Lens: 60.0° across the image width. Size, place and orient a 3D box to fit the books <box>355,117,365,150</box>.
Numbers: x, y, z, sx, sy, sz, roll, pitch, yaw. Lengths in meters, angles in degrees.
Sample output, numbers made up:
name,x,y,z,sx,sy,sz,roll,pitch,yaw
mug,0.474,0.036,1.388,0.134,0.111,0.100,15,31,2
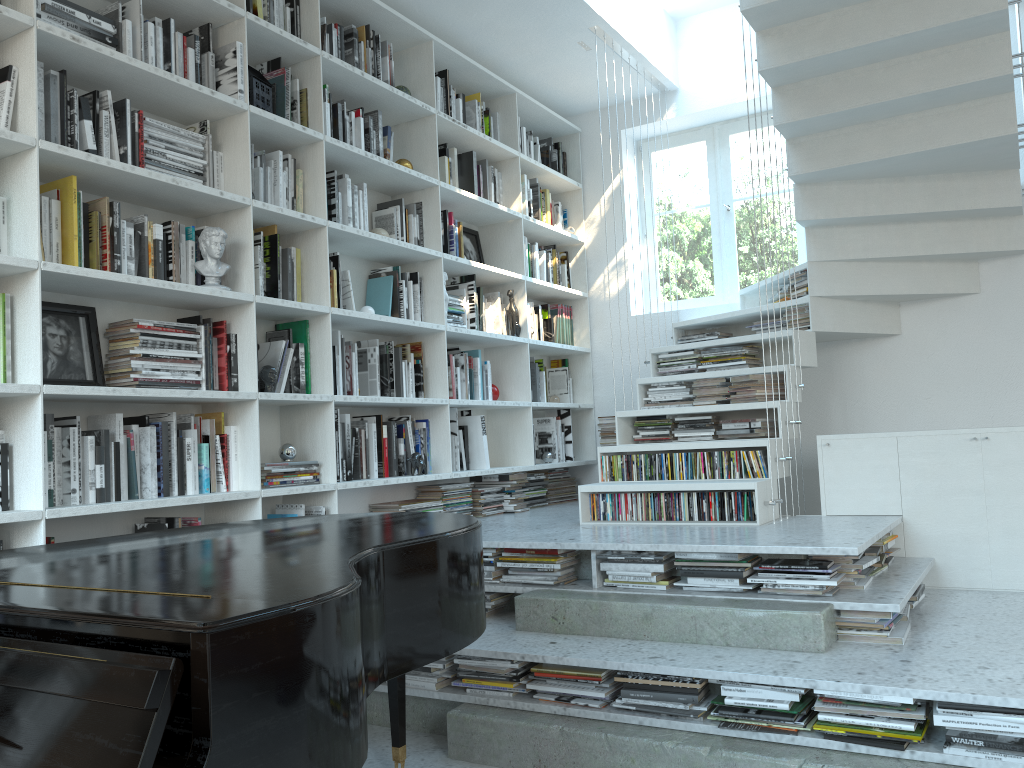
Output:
name,x,y,z,sx,sy,sz,roll,pitch,yaw
books,-0.771,-1.130,4.169,0.181,0.209,0.021,-5,-4,30

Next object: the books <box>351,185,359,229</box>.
name,x,y,z,sx,sy,sz,roll,pitch,yaw
books,-0.791,-0.783,4.109,0.183,0.244,0.025,-5,-4,30

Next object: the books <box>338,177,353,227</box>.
name,x,y,z,sx,sy,sz,roll,pitch,yaw
books,-0.809,-0.795,4.058,0.182,0.263,0.030,-5,-4,30

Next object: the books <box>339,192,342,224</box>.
name,x,y,z,sx,sy,sz,roll,pitch,yaw
books,-0.843,-0.761,4.031,0.171,0.194,0.025,-5,-4,30

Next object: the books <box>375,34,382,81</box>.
name,x,y,z,sx,sy,sz,roll,pitch,yaw
books,-0.714,-1.538,4.345,0.182,0.306,0.008,-5,-4,30

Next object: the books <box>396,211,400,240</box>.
name,x,y,z,sx,sy,sz,roll,pitch,yaw
books,-0.623,-0.750,4.420,0.154,0.205,0.005,-5,-4,30

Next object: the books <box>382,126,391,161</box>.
name,x,y,z,sx,sy,sz,roll,pitch,yaw
books,-0.670,-1.136,4.351,0.171,0.235,0.054,-5,-4,30

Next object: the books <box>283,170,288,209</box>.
name,x,y,z,sx,sy,sz,roll,pitch,yaw
books,-1.009,-0.781,3.737,0.158,0.211,0.029,-5,-4,30

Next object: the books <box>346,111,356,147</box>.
name,x,y,z,sx,sy,sz,roll,pitch,yaw
books,-0.796,-1.144,4.159,0.149,0.236,0.023,-5,-4,30

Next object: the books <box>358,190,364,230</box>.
name,x,y,z,sx,sy,sz,roll,pitch,yaw
books,-0.772,-0.775,4.153,0.183,0.232,0.021,-5,-4,30

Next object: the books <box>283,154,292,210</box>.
name,x,y,z,sx,sy,sz,roll,pitch,yaw
books,-1.001,-0.820,3.775,0.154,0.293,0.028,-5,-4,30

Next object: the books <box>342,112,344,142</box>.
name,x,y,z,sx,sy,sz,roll,pitch,yaw
books,-0.842,-1.138,4.113,0.142,0.223,0.028,-5,-4,30

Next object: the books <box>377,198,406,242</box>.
name,x,y,z,sx,sy,sz,roll,pitch,yaw
books,-0.602,-0.782,4.434,0.164,0.267,0.015,-5,-4,30

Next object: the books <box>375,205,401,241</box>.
name,x,y,z,sx,sy,sz,roll,pitch,yaw
books,-0.618,-0.764,4.428,0.154,0.232,0.012,-5,-4,30

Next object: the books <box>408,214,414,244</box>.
name,x,y,z,sx,sy,sz,roll,pitch,yaw
books,-0.570,-0.746,4.495,0.173,0.202,0.013,-5,-4,30

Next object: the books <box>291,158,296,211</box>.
name,x,y,z,sx,sy,sz,roll,pitch,yaw
books,-0.990,-0.812,3.787,0.173,0.277,0.025,-5,-4,30

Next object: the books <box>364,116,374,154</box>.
name,x,y,z,sx,sy,sz,roll,pitch,yaw
books,-0.740,-1.141,4.243,0.186,0.237,0.030,-5,-4,30

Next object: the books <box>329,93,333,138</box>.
name,x,y,z,sx,sy,sz,roll,pitch,yaw
books,-0.878,-1.165,4.015,0.166,0.268,0.010,-5,-4,30

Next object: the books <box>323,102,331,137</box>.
name,x,y,z,sx,sy,sz,roll,pitch,yaw
books,-0.890,-1.137,3.971,0.181,0.207,0.026,-5,-4,30

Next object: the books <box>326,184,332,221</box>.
name,x,y,z,sx,sy,sz,roll,pitch,yaw
books,-0.879,-0.774,3.981,0.161,0.215,0.026,-5,-4,30

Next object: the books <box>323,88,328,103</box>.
name,x,y,z,sx,sy,sz,roll,pitch,yaw
books,-0.897,-1.173,3.998,0.173,0.283,0.011,-5,-4,30

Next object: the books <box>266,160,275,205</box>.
name,x,y,z,sx,sy,sz,roll,pitch,yaw
books,-1.053,-0.796,3.679,0.178,0.236,0.023,-5,-4,30

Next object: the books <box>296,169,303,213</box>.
name,x,y,z,sx,sy,sz,roll,pitch,yaw
books,-0.967,-0.789,3.792,0.177,0.229,0.028,-5,-4,30

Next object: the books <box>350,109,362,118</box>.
name,x,y,z,sx,sy,sz,roll,pitch,yaw
books,-0.772,-1.156,4.202,0.156,0.264,0.012,-5,-4,30

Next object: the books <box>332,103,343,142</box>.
name,x,y,z,sx,sy,sz,roll,pitch,yaw
books,-0.845,-1.150,4.066,0.160,0.241,0.027,-5,-4,30

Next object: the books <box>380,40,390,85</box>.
name,x,y,z,sx,sy,sz,roll,pitch,yaw
books,-0.685,-1.531,4.393,0.188,0.297,0.013,-5,-4,30

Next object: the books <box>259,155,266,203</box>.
name,x,y,z,sx,sy,sz,roll,pitch,yaw
books,-1.079,-0.803,3.646,0.164,0.250,0.028,-5,-4,30

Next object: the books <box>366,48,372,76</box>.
name,x,y,z,sx,sy,sz,roll,pitch,yaw
books,-0.748,-1.489,4.255,0.188,0.201,0.018,-5,-4,30

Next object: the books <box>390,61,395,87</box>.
name,x,y,z,sx,sy,sz,roll,pitch,yaw
books,-0.662,-1.486,4.423,0.188,0.208,0.014,-5,-4,30

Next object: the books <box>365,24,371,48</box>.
name,x,y,z,sx,sy,sz,roll,pitch,yaw
books,-0.753,-1.552,4.284,0.183,0.329,0.007,-5,-4,30

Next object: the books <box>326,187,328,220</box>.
name,x,y,z,sx,sy,sz,roll,pitch,yaw
books,-0.888,-0.785,3.964,0.157,0.236,0.013,-5,-4,30

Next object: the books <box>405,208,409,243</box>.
name,x,y,z,sx,sy,sz,roll,pitch,yaw
books,-0.590,-0.759,4.476,0.160,0.228,0.016,-5,-4,30

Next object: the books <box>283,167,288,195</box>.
name,x,y,z,sx,sy,sz,roll,pitch,yaw
books,-1.006,-0.791,3.757,0.149,0.233,0.024,-5,-4,30

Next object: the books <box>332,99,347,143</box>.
name,x,y,z,sx,sy,sz,roll,pitch,yaw
books,-0.830,-1.168,4.130,0.154,0.284,0.013,-5,-4,30

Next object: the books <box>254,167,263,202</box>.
name,x,y,z,sx,sy,sz,roll,pitch,yaw
books,-1.082,-0.774,3.605,0.181,0.185,0.028,-5,-4,30

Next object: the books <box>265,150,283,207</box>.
name,x,y,z,sx,sy,sz,roll,pitch,yaw
books,-1.027,-0.816,3.683,0.187,0.275,0.028,-5,-4,30

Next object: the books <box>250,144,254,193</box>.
name,x,y,z,sx,sy,sz,roll,pitch,yaw
books,-1.110,-0.823,3.608,0.159,0.285,0.018,-5,-4,30

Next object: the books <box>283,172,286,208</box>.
name,x,y,z,sx,sy,sz,roll,pitch,yaw
books,-1.019,-0.774,3.718,0.185,0.196,0.027,-5,-4,30

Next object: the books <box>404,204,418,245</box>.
name,x,y,z,sx,sy,sz,roll,pitch,yaw
books,-0.556,-0.774,4.504,0.176,0.256,0.016,-5,-4,30

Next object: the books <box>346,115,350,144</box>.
name,x,y,z,sx,sy,sz,roll,pitch,yaw
books,-0.818,-1.133,4.144,0.144,0.216,0.025,-5,-4,30

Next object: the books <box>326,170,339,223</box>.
name,x,y,z,sx,sy,sz,roll,pitch,yaw
books,-0.854,-0.807,3.990,0.177,0.280,0.014,-5,-4,30

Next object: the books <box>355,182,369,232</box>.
name,x,y,z,sx,sy,sz,roll,pitch,yaw
books,-0.751,-0.795,4.167,0.169,0.272,0.024,-5,-4,30

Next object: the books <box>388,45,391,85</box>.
name,x,y,z,sx,sy,sz,roll,pitch,yaw
books,-0.674,-1.522,4.398,0.180,0.278,0.008,-5,-4,30

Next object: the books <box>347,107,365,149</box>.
name,x,y,z,sx,sy,sz,roll,pitch,yaw
books,-0.768,-1.164,4.236,0.159,0.285,0.012,-5,-4,30

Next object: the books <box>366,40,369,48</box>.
name,x,y,z,sx,sy,sz,roll,pitch,yaw
books,-0.756,-1.513,4.276,0.170,0.251,0.008,-5,-4,30

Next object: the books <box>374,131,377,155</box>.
name,x,y,z,sx,sy,sz,roll,pitch,yaw
books,-0.728,-1.112,4.269,0.176,0.181,0.027,-5,-4,30

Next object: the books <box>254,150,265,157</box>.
name,x,y,z,sx,sy,sz,roll,pitch,yaw
books,-1.073,-0.816,3.660,0.146,0.275,0.019,-5,-4,30

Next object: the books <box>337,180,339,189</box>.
name,x,y,z,sx,sy,sz,roll,pitch,yaw
books,-0.841,-0.791,4.052,0.131,0.256,0.011,-5,-4,30

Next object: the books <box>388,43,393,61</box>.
name,x,y,z,sx,sy,sz,roll,pitch,yaw
books,-0.660,-1.534,4.435,0.163,0.306,0.006,-5,-4,30

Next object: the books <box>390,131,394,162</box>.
name,x,y,z,sx,sy,sz,roll,pitch,yaw
books,-0.666,-1.125,4.375,0.182,0.216,0.048,-5,-4,30

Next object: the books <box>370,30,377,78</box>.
name,x,y,z,sx,sy,sz,roll,pitch,yaw
books,-0.733,-1.538,4.284,0.183,0.299,0.015,-5,-4,30

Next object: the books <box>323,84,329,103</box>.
name,x,y,z,sx,sy,sz,roll,pitch,yaw
books,-0.886,-1.185,4.006,0.152,0.306,0.014,-5,-4,30

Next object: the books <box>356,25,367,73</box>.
name,x,y,z,sx,sy,sz,roll,pitch,yaw
books,-0.771,-1.544,4.256,0.179,0.312,0.006,-5,-4,30

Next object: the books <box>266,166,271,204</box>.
name,x,y,z,sx,sy,sz,roll,pitch,yaw
books,-1.065,-0.781,3.667,0.171,0.207,0.023,-5,-4,30

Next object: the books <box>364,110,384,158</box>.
name,x,y,z,sx,sy,sz,roll,pitch,yaw
books,-0.705,-1.163,4.290,0.183,0.285,0.029,-5,-4,30

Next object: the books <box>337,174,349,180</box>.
name,x,y,z,sx,sy,sz,roll,pitch,yaw
books,-0.818,-0.808,4.096,0.159,0.295,0.027,-5,-4,30

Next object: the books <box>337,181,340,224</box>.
name,x,y,z,sx,sy,sz,roll,pitch,yaw
books,-0.849,-0.784,4.008,0.164,0.237,0.022,-5,-4,30

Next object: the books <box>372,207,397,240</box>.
name,x,y,z,sx,sy,sz,roll,pitch,yaw
books,-0.632,-0.758,4.414,0.140,0.220,0.015,-5,-4,30

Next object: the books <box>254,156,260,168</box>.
name,x,y,z,sx,sy,sz,roll,pitch,yaw
books,-1.092,-0.800,3.634,0.159,0.242,0.024,-5,-4,30
